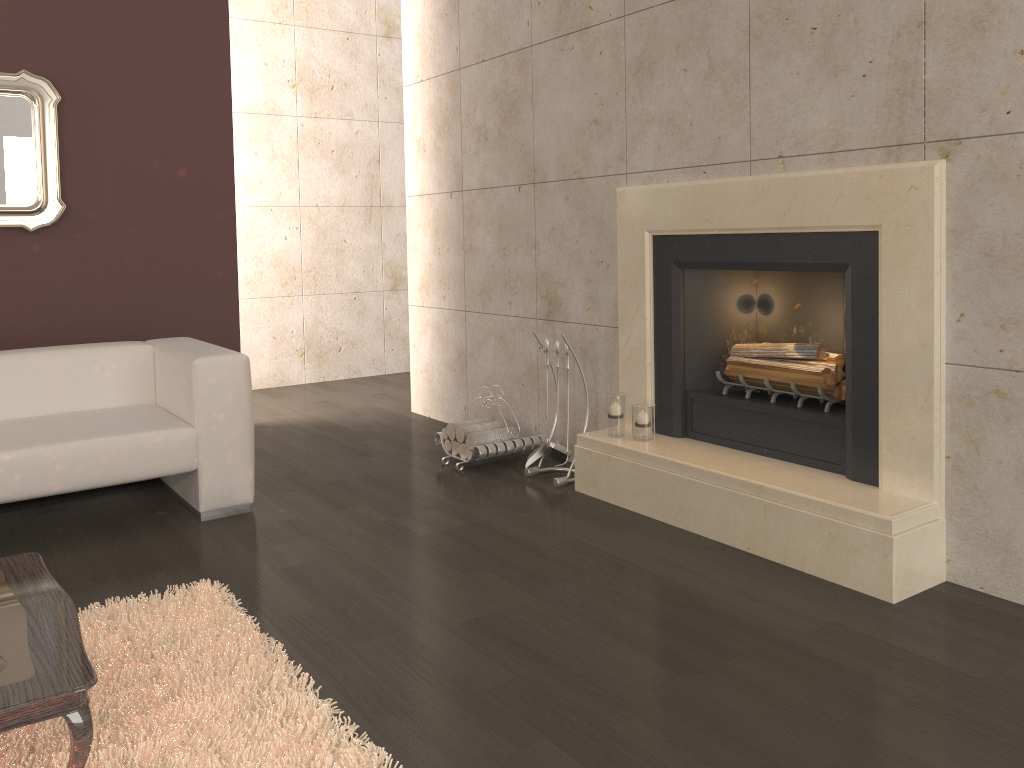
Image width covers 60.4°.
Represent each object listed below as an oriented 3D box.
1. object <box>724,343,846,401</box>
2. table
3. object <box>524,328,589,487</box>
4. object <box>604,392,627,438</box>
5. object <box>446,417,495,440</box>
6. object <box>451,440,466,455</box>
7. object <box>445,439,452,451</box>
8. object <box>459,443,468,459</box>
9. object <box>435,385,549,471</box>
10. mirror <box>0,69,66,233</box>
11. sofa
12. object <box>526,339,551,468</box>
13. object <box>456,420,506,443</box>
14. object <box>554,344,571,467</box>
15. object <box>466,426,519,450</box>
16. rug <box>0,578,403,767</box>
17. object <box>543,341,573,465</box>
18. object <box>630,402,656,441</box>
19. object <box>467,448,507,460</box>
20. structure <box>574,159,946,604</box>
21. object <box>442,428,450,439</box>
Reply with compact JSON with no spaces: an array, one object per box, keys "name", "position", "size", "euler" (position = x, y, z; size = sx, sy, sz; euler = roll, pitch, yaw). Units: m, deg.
[{"name":"object","position":[1.075,-0.072,3.468],"size":[0.221,0.210,0.517],"euler":[-5,9,-34]},{"name":"table","position":[-1.363,0.694,1.741],"size":[0.918,0.300,0.910],"euler":[-8,11,-36]},{"name":"object","position":[0.214,0.091,4.102],"size":[0.217,0.693,0.264],"euler":[-3,4,-35]},{"name":"object","position":[0.450,0.133,3.822],"size":[0.098,0.182,0.099],"euler":[-1,4,8]},{"name":"object","position":[-0.204,0.224,4.483],"size":[0.253,0.082,0.082],"euler":[-7,8,-35]},{"name":"object","position":[-0.169,0.303,4.466],"size":[0.277,0.073,0.083],"euler":[-7,9,-35]},{"name":"object","position":[-0.220,0.293,4.512],"size":[0.253,0.057,0.057],"euler":[-7,9,-35]},{"name":"object","position":[-0.136,0.315,4.394],"size":[0.253,0.076,0.079],"euler":[-7,9,-35]},{"name":"object","position":[-0.107,0.198,4.454],"size":[0.504,0.377,0.433],"euler":[-6,8,-34]},{"name":"mirror","position":[-3.057,-1.100,4.057],"size":[1.791,0.818,0.047],"euler":[-7,6,-35]},{"name":"sofa","position":[-2.471,0.278,3.313],"size":[2.796,0.646,0.949],"euler":[-7,10,-35]},{"name":"object","position":[0.125,0.088,4.165],"size":[0.125,0.599,0.117],"euler":[-1,3,5]},{"name":"object","position":[-0.154,0.239,4.413],"size":[0.253,0.076,0.079],"euler":[-7,9,-35]},{"name":"object","position":[0.232,0.092,4.016],"size":[0.106,0.561,0.027],"euler":[-4,4,-42]},{"name":"object","position":[-0.097,0.266,4.342],"size":[0.263,0.078,0.081],"euler":[-7,9,-35]},{"name":"rug","position":[-1.364,0.843,1.727],"size":[2.007,0.067,1.519],"euler":[-8,11,-34]},{"name":"object","position":[0.210,0.090,4.097],"size":[0.136,0.583,0.070],"euler":[-2,3,-11]},{"name":"object","position":[0.557,0.162,3.746],"size":[0.108,0.147,0.108],"euler":[-4,6,-30]},{"name":"object","position":[-0.102,0.332,4.336],"size":[0.244,0.059,0.061],"euler":[-7,9,-35]},{"name":"structure","position":[0.940,-0.132,3.407],"size":[0.590,1.330,1.534],"euler":[-4,7,-34]},{"name":"object","position":[-0.238,0.238,4.534],"size":[0.253,0.057,0.057],"euler":[-7,9,-35]}]
